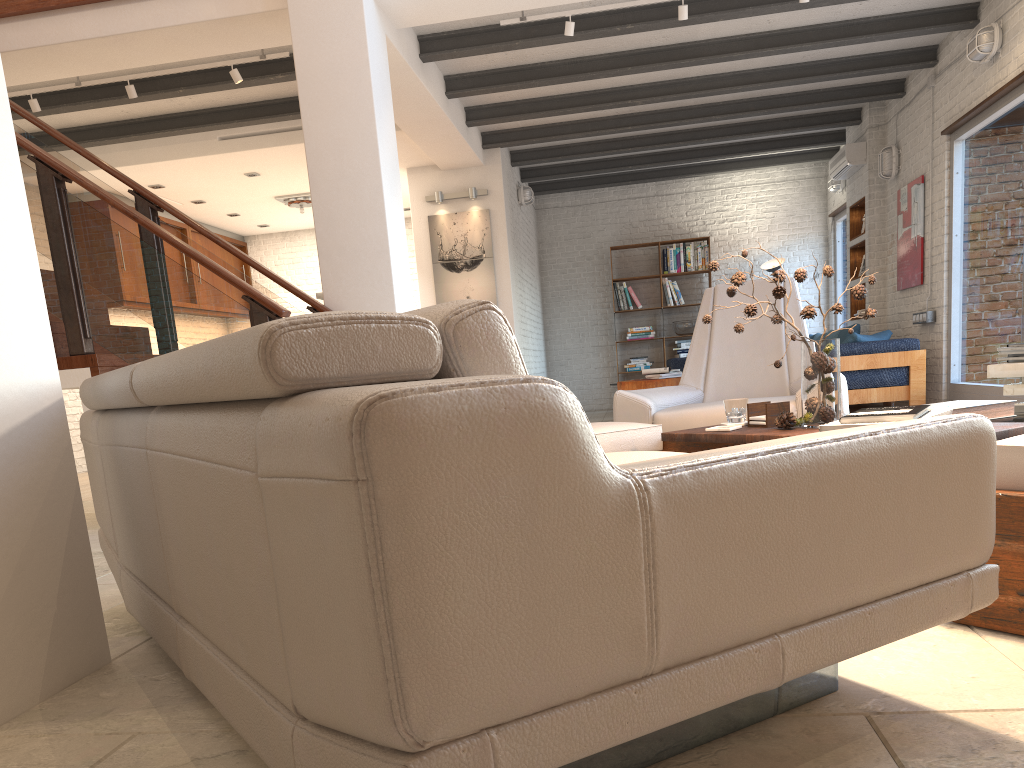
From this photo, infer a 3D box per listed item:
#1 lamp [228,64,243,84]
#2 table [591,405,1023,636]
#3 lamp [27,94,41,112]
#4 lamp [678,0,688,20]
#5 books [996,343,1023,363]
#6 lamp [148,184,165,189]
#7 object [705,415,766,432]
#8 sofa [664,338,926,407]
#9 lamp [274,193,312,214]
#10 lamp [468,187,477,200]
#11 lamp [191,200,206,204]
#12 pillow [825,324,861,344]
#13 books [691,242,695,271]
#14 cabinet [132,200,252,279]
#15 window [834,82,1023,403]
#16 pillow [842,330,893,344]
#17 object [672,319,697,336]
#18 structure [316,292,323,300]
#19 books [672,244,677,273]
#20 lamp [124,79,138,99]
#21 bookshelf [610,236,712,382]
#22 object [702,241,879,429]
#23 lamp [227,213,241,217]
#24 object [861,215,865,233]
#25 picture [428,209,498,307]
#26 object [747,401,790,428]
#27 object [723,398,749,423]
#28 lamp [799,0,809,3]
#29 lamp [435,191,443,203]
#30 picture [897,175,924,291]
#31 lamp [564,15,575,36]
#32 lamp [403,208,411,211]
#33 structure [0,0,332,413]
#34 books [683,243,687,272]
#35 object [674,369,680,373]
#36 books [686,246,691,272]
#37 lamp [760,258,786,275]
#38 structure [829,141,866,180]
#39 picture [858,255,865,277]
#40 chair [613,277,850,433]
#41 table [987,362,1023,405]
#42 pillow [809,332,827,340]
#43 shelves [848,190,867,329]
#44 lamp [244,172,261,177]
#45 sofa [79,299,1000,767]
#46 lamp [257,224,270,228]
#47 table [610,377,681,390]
[{"bbox_3d":[-1.890,-2.116,5.967,0.086,0.132,0.058,-10,10,-31],"label":"lamp"},{"bbox_3d":[1.278,0.291,2.931,1.946,0.439,2.189,-6,1,-31],"label":"table"},{"bbox_3d":[-3.395,-1.989,6.198,0.061,0.132,0.083,-3,8,10],"label":"lamp"},{"bbox_3d":[1.085,-2.367,5.532,0.061,0.132,0.083,-3,8,10],"label":"lamp"},{"bbox_3d":[2.410,-0.150,3.676,0.388,0.081,0.559,-5,1,-8],"label":"books"},{"bbox_3d":[-3.641,-2.038,8.924,0.124,0.056,0.121,-5,3,8],"label":"lamp"},{"bbox_3d":[0.789,0.138,3.093,0.269,0.035,0.246,-5,1,-20],"label":"object"},{"bbox_3d":[2.814,-0.056,9.606,2.083,0.674,3.866,-5,1,8],"label":"sofa"},{"bbox_3d":[-2.435,-2.059,10.080,0.451,0.174,0.440,-5,2,8],"label":"lamp"},{"bbox_3d":[-0.405,-1.962,8.976,0.079,0.107,0.078,1,9,36],"label":"lamp"},{"bbox_3d":[-3.523,-2.061,9.789,0.124,0.056,0.121,-5,3,8],"label":"lamp"},{"bbox_3d":[3.459,-0.401,9.246,0.255,0.425,1.186,-4,2,7],"label":"pillow"},{"bbox_3d":[2.452,-1.713,11.832,0.036,0.393,0.237,-3,8,8],"label":"books"},{"bbox_3d":[-4.111,-1.418,10.699,0.463,1.185,3.271,-3,2,8],"label":"cabinet"},{"bbox_3d":[3.602,-2.962,5.270,0.649,6.534,12.066,-3,3,8],"label":"window"},{"bbox_3d":[3.181,-0.307,7.968,0.557,0.336,0.373,-7,6,-31],"label":"pillow"},{"bbox_3d":[2.414,-0.769,12.030,0.394,0.206,0.402,-7,4,-40],"label":"object"},{"bbox_3d":[-2.162,-1.692,11.804,0.987,1.017,0.444,-4,9,8],"label":"structure"},{"bbox_3d":[2.208,-1.692,11.850,0.036,0.393,0.237,-3,8,8],"label":"books"},{"bbox_3d":[-2.660,-2.051,6.089,0.061,0.132,0.083,-3,8,10],"label":"lamp"},{"bbox_3d":[2.085,-0.803,12.032,1.320,2.256,0.353,-4,11,8],"label":"bookshelf"},{"bbox_3d":[0.844,-0.151,2.744,0.538,0.622,0.311,-7,9,-20],"label":"object"},{"bbox_3d":[-3.405,-2.083,10.653,0.124,0.056,0.121,-5,3,8],"label":"lamp"},{"bbox_3d":[3.874,-1.759,9.516,0.112,0.248,0.210,-2,7,16],"label":"object"},{"bbox_3d":[-0.517,-1.279,9.186,0.656,1.041,0.019,-4,11,8],"label":"picture"},{"bbox_3d":[0.896,0.106,3.047,0.093,0.084,0.113,-7,5,-20],"label":"object"},{"bbox_3d":[0.813,0.098,3.164,0.090,0.087,0.090,-8,7,-32],"label":"object"},{"bbox_3d":[1.820,-2.434,5.422,0.061,0.124,0.083,-3,8,10],"label":"lamp"},{"bbox_3d":[-0.756,-1.933,9.028,0.079,0.107,0.078,1,9,36],"label":"lamp"},{"bbox_3d":[3.786,-1.407,8.297,0.019,0.983,0.724,-3,7,8],"label":"picture"},{"bbox_3d":[0.372,-2.307,5.636,0.059,0.132,0.084,-9,9,-22],"label":"lamp"},{"bbox_3d":[-1.345,-2.270,11.228,0.124,0.056,0.121,-5,3,8],"label":"lamp"},{"bbox_3d":[-1.471,-1.408,5.747,10.172,4.231,13.561,-5,2,8],"label":"structure"},{"bbox_3d":[2.338,-1.703,11.835,0.036,0.393,0.237,-3,8,8],"label":"books"},{"bbox_3d":[1.815,-0.107,9.665,0.108,0.110,0.105,-2,7,24],"label":"object"},{"bbox_3d":[2.384,-1.679,11.819,0.056,0.337,0.248,-3,7,8],"label":"books"},{"bbox_3d":[3.667,-0.750,11.492,0.502,1.890,0.851,-8,10,-20],"label":"lamp"},{"bbox_3d":[3.636,-2.407,9.467,0.200,0.224,0.797,-4,2,8],"label":"structure"},{"bbox_3d":[3.938,-1.322,9.693,0.102,0.250,0.188,-5,7,-1],"label":"picture"},{"bbox_3d":[1.085,0.003,4.152,1.029,1.040,0.948,-2,7,25],"label":"chair"},{"bbox_3d":[2.442,0.143,3.789,0.488,0.516,0.490,-9,7,-32],"label":"table"},{"bbox_3d":[3.655,-0.412,10.559,0.244,0.406,1.083,-4,2,7],"label":"pillow"},{"bbox_3d":[3.920,-1.341,9.642,0.192,1.462,0.746,-3,9,8],"label":"shelves"},{"bbox_3d":[-2.617,-2.125,8.772,0.124,0.056,0.121,-5,3,8],"label":"lamp"},{"bbox_3d":[-0.267,0.270,2.120,1.129,0.772,2.313,-7,3,-32],"label":"sofa"},{"bbox_3d":[-3.287,-2.106,11.517,0.124,0.056,0.121,-5,3,8],"label":"lamp"},{"bbox_3d":[1.594,0.160,9.686,1.079,0.456,1.790,-4,2,14],"label":"table"}]
